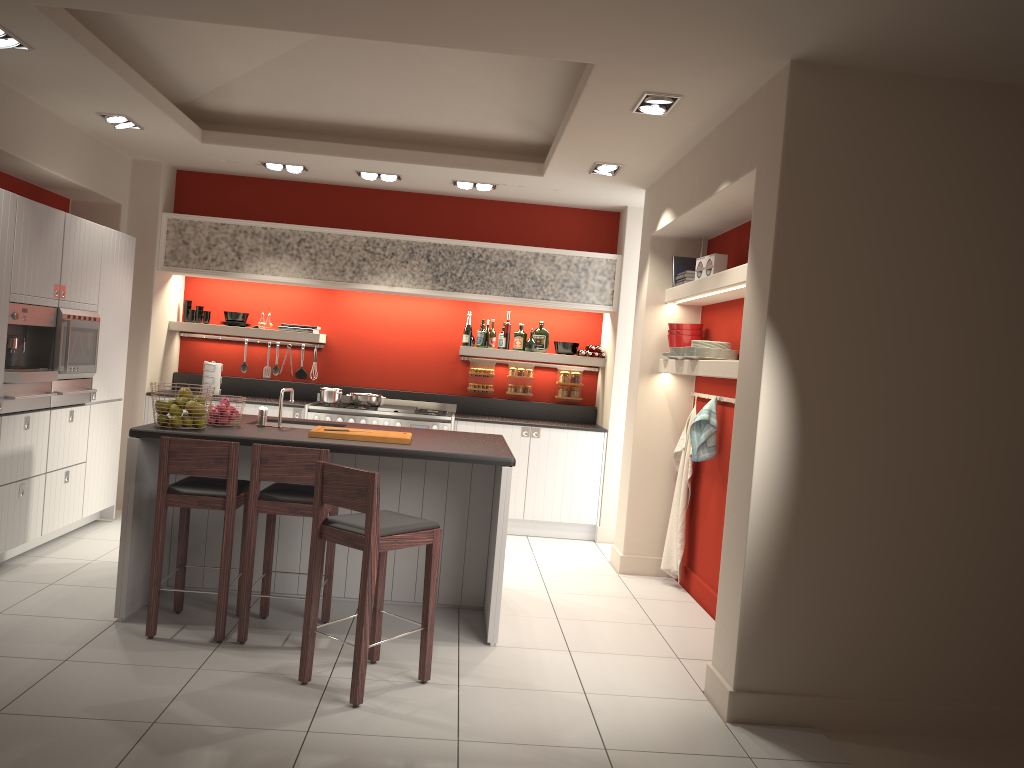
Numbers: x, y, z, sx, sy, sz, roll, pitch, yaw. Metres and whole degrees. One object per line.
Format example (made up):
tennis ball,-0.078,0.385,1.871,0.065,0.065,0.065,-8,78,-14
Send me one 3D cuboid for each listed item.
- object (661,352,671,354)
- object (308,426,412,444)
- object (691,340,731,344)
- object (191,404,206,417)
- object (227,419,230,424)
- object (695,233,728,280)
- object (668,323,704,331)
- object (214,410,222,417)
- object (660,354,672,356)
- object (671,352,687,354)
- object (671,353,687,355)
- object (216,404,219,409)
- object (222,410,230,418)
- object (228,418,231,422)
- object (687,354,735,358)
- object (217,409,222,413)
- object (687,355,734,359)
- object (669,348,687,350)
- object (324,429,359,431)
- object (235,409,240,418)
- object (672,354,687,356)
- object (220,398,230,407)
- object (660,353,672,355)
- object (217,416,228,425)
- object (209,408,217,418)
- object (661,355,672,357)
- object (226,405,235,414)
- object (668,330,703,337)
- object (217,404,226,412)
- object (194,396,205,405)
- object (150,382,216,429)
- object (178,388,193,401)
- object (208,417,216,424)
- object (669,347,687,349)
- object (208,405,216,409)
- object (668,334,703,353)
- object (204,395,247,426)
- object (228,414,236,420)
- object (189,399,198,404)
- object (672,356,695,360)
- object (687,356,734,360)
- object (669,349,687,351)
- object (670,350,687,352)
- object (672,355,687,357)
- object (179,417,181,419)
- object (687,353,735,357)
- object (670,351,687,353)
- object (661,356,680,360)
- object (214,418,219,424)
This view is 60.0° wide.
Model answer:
object,1.267,-0.209,6.549,0.339,0.020,0.339,5,2,-1
object,-0.871,0.295,5.156,0.570,0.033,0.372,5,2,-5
object,1.298,-0.267,5.776,0.255,0.015,0.255,4,2,-22
object,-1.738,0.148,4.905,0.082,0.082,0.082,4,2,-37
object,-1.689,0.221,5.247,0.040,0.039,0.039,4,2,-45
object,1.327,-0.865,5.900,0.097,0.369,0.342,5,1,-8
object,1.275,-0.375,6.540,0.260,0.161,0.260,4,2,-37
object,-1.712,0.174,5.161,0.040,0.041,0.041,6,2,33
object,1.266,-0.196,6.549,0.339,0.020,0.339,5,2,-1
object,1.256,-0.199,6.143,0.339,0.020,0.339,5,2,-4
object,1.256,-0.192,6.143,0.339,0.020,0.339,5,2,-4
object,-1.726,0.139,5.244,0.041,0.044,0.045,4,2,-34
object,-1.668,0.174,5.172,0.048,0.046,0.048,4,2,-44
object,-1.704,0.213,5.307,0.050,0.049,0.049,4,2,-37
object,1.291,-0.173,5.761,0.339,0.020,0.339,5,2,-1
object,-1.708,0.148,5.195,0.041,0.039,0.041,5,1,13
object,1.290,-0.166,5.761,0.339,0.020,0.339,5,2,-1
object,1.258,-0.225,6.142,0.339,0.020,0.339,5,2,-4
object,-0.945,0.268,5.129,0.302,0.010,0.035,4,2,-33
object,-1.655,0.179,5.293,0.055,0.056,0.055,5,1,6
object,1.255,-0.186,6.143,0.339,0.020,0.339,5,2,-4
object,-1.689,0.112,5.221,0.056,0.058,0.056,6,2,42
object,1.266,-0.202,6.549,0.339,0.020,0.339,5,2,-1
object,-1.694,0.211,5.194,0.062,0.057,0.061,5,1,-4
object,-1.744,0.169,5.189,0.059,0.059,0.060,5,1,8
object,1.265,-0.189,6.549,0.339,0.020,0.339,5,2,-1
object,-1.654,0.152,5.216,0.051,0.055,0.056,5,1,11
object,1.274,-0.325,6.545,0.260,0.159,0.260,4,2,-22
object,-1.688,0.138,5.159,0.048,0.046,0.048,6,2,42
object,-1.757,0.094,4.984,0.067,0.064,0.067,5,1,-3
object,-1.824,0.119,4.894,0.341,0.232,0.341,6,2,29
object,-1.812,0.057,4.919,0.078,0.080,0.078,5,1,-3
object,-1.757,0.211,5.186,0.050,0.049,0.049,4,2,-37
object,1.259,-0.231,6.142,0.339,0.020,0.339,5,2,-4
object,-1.767,0.149,5.226,0.049,0.049,0.048,5,1,4
object,1.273,-0.281,6.547,0.260,0.146,0.260,5,1,0
object,-1.703,0.156,5.239,0.247,0.168,0.248,4,1,-16
object,-1.652,0.194,5.235,0.046,0.043,0.046,6,2,36
object,-1.775,0.111,4.931,0.056,0.054,0.057,4,2,-32
object,1.254,-0.173,6.143,0.339,0.020,0.339,5,2,-4
object,1.290,-0.160,5.761,0.339,0.020,0.339,5,2,-1
object,1.258,-0.218,6.142,0.339,0.020,0.339,5,2,-4
object,1.257,-0.212,6.143,0.339,0.020,0.339,5,2,-4
object,1.254,-0.179,6.143,0.339,0.020,0.339,5,2,-4
object,-1.857,0.205,4.908,0.055,0.054,0.053,5,1,0
object,1.292,-0.179,5.761,0.339,0.020,0.339,5,2,-1
object,1.257,-0.205,6.143,0.339,0.020,0.339,5,2,-4
object,1.265,-0.183,6.549,0.339,0.020,0.339,5,2,-1
object,-1.740,0.211,5.229,0.050,0.049,0.049,4,2,-37
